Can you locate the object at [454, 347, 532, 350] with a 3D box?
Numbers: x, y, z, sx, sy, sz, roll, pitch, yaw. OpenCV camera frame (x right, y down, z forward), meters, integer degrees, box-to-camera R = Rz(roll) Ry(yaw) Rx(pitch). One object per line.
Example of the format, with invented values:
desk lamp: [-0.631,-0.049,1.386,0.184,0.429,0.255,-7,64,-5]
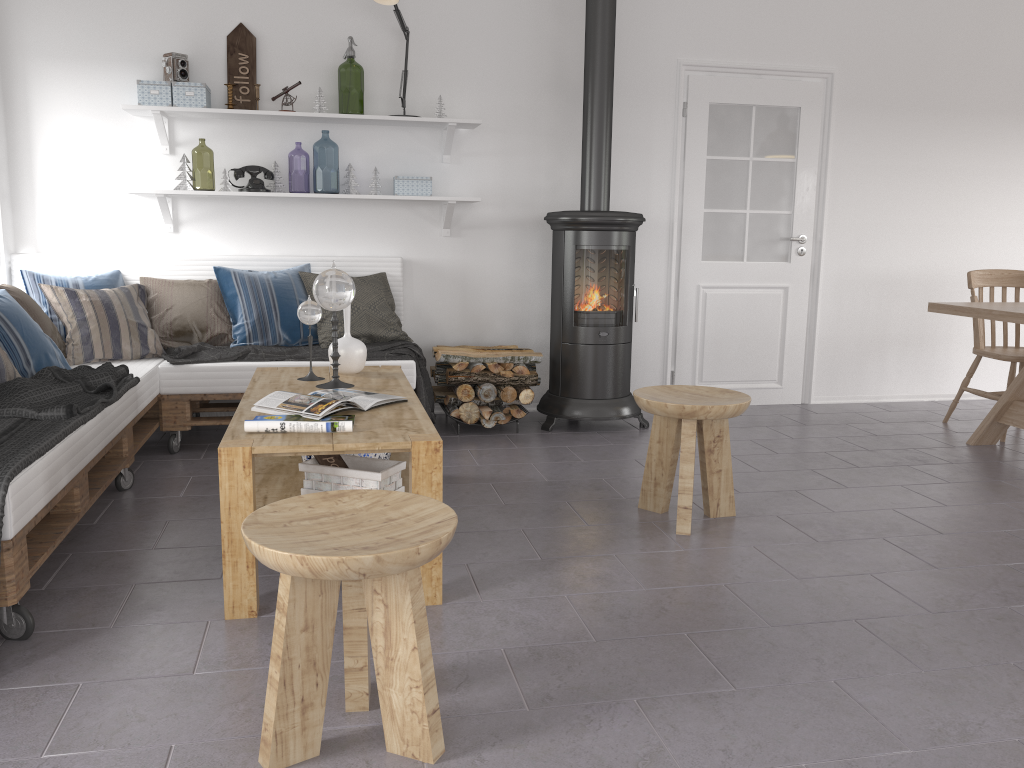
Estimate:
object: [-0.163,-0.177,4.944,0.541,0.070,0.101,-1,10,-11]

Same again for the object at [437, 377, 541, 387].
object: [-0.127,-0.017,4.832,0.562,0.063,0.095,-1,10,-11]

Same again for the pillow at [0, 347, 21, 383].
pillow: [-2.028,-0.129,3.169,0.316,0.438,0.546,1,10,0]

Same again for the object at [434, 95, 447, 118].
object: [-0.392,-1.511,4.857,0.073,0.142,0.072,4,10,20]

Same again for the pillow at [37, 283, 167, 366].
pillow: [-1.966,-0.291,4.306,0.516,0.392,0.358,-8,13,-42]

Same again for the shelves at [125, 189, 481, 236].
shelves: [-1.087,-0.918,4.804,1.820,0.212,0.269,-1,10,-12]

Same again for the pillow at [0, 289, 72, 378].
pillow: [-2.060,-0.171,3.612,0.341,0.408,0.523,2,10,4]

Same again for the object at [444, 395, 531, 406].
object: [-0.130,0.090,4.804,0.468,0.069,0.095,-1,10,-12]

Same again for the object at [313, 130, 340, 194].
object: [-0.997,-1.186,4.754,0.137,0.335,0.137,-3,10,-23]

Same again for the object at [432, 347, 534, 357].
object: [-0.151,-0.163,4.841,0.562,0.074,0.095,-1,10,-11]

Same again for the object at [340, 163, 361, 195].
object: [-0.885,-1.122,4.856,0.097,0.178,0.103,9,13,40]

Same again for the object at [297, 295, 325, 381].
object: [-0.784,-0.181,3.449,0.109,0.329,0.109,-8,13,-43]

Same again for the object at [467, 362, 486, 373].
object: [-0.221,-0.122,4.878,0.098,0.060,0.467,-1,10,-9]

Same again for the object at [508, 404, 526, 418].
object: [-0.013,0.122,4.964,0.096,0.060,0.467,-1,10,-12]

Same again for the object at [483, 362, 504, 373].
object: [-0.133,-0.125,4.896,0.096,0.068,0.467,-1,10,-12]

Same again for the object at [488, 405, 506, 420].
object: [-0.130,0.117,4.940,0.097,0.056,0.562,-1,10,-12]

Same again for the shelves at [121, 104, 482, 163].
shelves: [-1.081,-1.323,4.736,1.820,0.212,0.269,-1,10,-12]

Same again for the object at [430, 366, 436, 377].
object: [-0.185,-0.062,4.975,0.539,0.070,0.101,-1,10,-11]

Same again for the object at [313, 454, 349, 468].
object: [-0.539,0.260,2.714,0.182,0.139,0.090,10,13,42]

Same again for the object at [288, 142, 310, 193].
object: [-1.137,-1.152,4.736,0.111,0.270,0.111,2,10,6]

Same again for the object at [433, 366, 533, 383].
object: [-0.158,-0.057,4.848,0.538,0.082,0.099,-1,10,-12]

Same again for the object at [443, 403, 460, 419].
object: [-0.359,0.111,4.943,0.052,0.056,0.561,-1,10,-12]

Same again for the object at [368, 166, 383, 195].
object: [-0.749,-1.111,4.854,0.088,0.161,0.093,0,10,-3]

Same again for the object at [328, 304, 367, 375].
object: [-0.668,-0.201,3.600,0.155,0.325,0.155,-7,13,-41]

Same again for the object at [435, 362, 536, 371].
object: [-0.147,-0.099,4.957,0.562,0.057,0.097,-1,10,-12]

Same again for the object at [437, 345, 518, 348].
object: [-0.189,-0.190,5.024,0.467,0.063,0.095,-1,10,-12]

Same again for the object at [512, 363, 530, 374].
object: [0.007,-0.125,4.923,0.098,0.088,0.466,-1,10,-11]

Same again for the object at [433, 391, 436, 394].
object: [-0.169,0.059,4.986,0.562,0.063,0.095,-1,10,-11]

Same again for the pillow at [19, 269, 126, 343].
pillow: [-2.176,-0.367,4.504,0.534,0.437,0.287,-7,12,-39]

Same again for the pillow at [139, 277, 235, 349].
pillow: [-1.644,-0.349,4.548,0.521,0.381,0.366,-2,10,-15]

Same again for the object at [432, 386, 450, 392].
object: [-0.197,0.044,5.088,0.569,0.078,0.115,-1,10,-11]

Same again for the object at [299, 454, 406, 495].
object: [-0.481,0.287,2.687,0.281,0.102,0.155,5,10,21]

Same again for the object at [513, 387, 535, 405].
object: [0.026,0.005,4.969,0.118,0.142,0.520,-1,10,-8]

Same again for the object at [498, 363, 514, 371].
object: [-0.059,-0.123,4.900,0.044,0.034,0.425,-1,10,-13]

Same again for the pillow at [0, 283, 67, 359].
pillow: [-2.212,-0.268,3.991,0.334,0.438,0.545,0,10,-7]

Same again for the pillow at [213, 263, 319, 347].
pillow: [-1.242,-0.407,4.613,0.526,0.428,0.311,-5,11,-33]

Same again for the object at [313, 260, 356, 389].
object: [-0.657,-0.222,3.287,0.155,0.468,0.155,-5,11,-33]

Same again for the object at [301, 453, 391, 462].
object: [-0.558,0.209,2.988,0.302,0.161,0.302,-2,10,-16]

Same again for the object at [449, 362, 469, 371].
object: [-0.302,-0.122,4.855,0.098,0.061,0.467,-1,10,-11]

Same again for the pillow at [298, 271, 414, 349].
pillow: [-0.827,-0.396,4.720,0.519,0.395,0.334,-6,12,-34]
